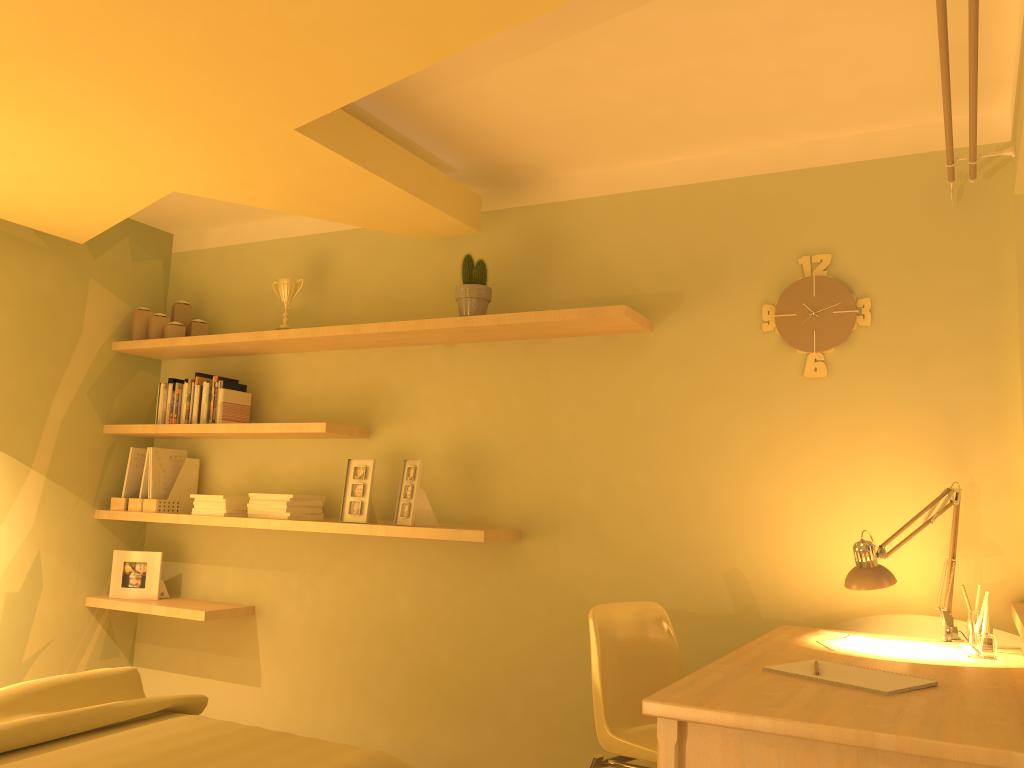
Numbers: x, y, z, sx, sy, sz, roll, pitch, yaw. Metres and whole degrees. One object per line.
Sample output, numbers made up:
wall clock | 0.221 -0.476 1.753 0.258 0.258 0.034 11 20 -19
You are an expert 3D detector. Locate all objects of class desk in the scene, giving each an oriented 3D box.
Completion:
desk | 0.843 1.032 2.068 0.684 0.720 1.396 -2 -9 27

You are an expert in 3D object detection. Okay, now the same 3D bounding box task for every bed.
bed | -1.521 0.886 2.311 2.378 0.894 1.286 -2 -9 27

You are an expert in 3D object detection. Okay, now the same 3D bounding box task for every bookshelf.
bookshelf | -0.720 0.396 3.720 2.605 1.240 0.300 -2 -9 27

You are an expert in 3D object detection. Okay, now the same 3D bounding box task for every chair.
chair | 0.456 1.051 2.556 0.531 0.785 0.546 9 -11 -42

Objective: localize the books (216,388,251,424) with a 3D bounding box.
books | -1.266 0.113 4.032 0.032 0.163 0.178 -2 -9 27

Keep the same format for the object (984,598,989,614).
object | 1.302 0.657 2.442 0.010 0.138 0.043 2 -8 1

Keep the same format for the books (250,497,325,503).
books | -0.975 0.502 3.848 0.270 0.015 0.190 -4 -10 38

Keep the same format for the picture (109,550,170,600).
picture | -1.742 0.892 4.154 0.247 0.219 0.131 2 -8 5

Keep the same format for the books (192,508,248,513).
books | -1.263 0.569 3.977 0.190 0.015 0.270 -1 -9 24

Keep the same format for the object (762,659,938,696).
object | 0.743 0.645 1.962 0.210 0.010 0.300 8 -10 -37

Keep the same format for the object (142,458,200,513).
object | -1.593 0.473 4.155 0.087 0.259 0.236 -2 -9 27

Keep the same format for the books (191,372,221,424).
books | -1.423 0.078 4.131 0.021 0.247 0.157 -2 -9 27

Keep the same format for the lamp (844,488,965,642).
lamp | 1.143 0.523 2.596 0.484 0.455 0.140 8 -10 -37

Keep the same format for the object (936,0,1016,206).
object | 1.125 -0.753 2.122 0.190 0.113 1.708 -2 -9 27

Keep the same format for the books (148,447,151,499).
books | -1.620 0.454 4.167 0.036 0.296 0.210 -2 -9 27

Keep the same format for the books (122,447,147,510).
books | -1.770 0.459 4.248 0.048 0.297 0.214 -1 -8 22

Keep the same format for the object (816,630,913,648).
object | 1.027 0.745 2.599 0.040 0.009 0.300 7 -9 -32

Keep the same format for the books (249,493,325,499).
books | -0.973 0.486 3.836 0.270 0.015 0.190 -3 -9 33

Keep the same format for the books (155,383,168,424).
books | -1.624 0.107 4.230 0.040 0.203 0.157 -2 -9 27

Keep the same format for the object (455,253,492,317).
object | -0.151 -0.386 3.517 0.145 0.294 0.145 1 -8 9

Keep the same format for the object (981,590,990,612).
object | 1.321 0.658 2.497 0.008 0.155 0.073 3 -8 -8

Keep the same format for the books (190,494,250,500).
books | -1.274 0.509 3.982 0.190 0.015 0.270 -1 -9 25

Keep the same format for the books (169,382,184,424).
books | -1.544 0.104 4.189 0.032 0.203 0.157 -2 -9 27

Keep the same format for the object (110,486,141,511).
object | -1.791 0.479 4.256 0.087 0.259 0.236 -1 -8 22

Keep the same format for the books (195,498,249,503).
books | -1.253 0.525 3.984 0.190 0.015 0.270 -2 -9 29

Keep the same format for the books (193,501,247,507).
books | -1.256 0.539 3.975 0.190 0.015 0.270 -2 -9 27

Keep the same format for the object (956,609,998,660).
object | 1.271 0.683 2.434 0.070 0.105 0.240 -1 -8 20

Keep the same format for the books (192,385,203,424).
books | -1.405 0.108 4.107 0.032 0.184 0.173 -2 -9 27

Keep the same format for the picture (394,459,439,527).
picture | -0.359 0.434 3.539 0.171 0.264 0.134 8 -10 -36

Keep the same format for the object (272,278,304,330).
object | -1.020 -0.338 4.007 0.160 0.268 0.095 3 -8 -2

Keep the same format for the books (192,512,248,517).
books | -1.263 0.584 3.975 0.190 0.015 0.270 -2 -9 27

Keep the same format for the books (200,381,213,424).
books | -1.369 0.099 4.099 0.040 0.203 0.157 -2 -9 27

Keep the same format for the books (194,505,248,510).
books | -1.253 0.555 3.978 0.190 0.015 0.270 -2 -9 28

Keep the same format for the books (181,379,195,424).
books | -1.467 0.094 4.146 0.038 0.217 0.166 -2 -9 27

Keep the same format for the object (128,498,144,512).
object | -1.679 0.476 4.199 0.087 0.259 0.236 -2 -9 27

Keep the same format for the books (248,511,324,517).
books | -0.976 0.560 3.826 0.270 0.015 0.190 -3 -10 35

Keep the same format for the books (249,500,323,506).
books | -0.975 0.514 3.824 0.270 0.015 0.190 -4 -10 40

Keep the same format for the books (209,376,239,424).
books | -1.332 0.086 4.093 0.032 0.229 0.138 -2 -9 27

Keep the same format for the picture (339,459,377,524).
picture | -0.609 0.449 3.714 0.134 0.264 0.171 -2 -9 26

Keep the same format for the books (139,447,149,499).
books | -1.659 0.455 4.189 0.048 0.297 0.214 -2 -9 27

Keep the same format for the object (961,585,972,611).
object | 1.309 0.656 2.528 0.053 0.162 0.009 2 -8 3

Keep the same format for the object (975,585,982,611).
object | 1.325 0.657 2.533 0.034 0.165 0.009 -1 -8 20

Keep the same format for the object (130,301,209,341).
object | -1.659 -0.302 4.306 0.349 0.229 0.234 -2 -9 28

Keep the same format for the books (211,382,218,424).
books | -1.313 0.099 4.070 0.022 0.198 0.157 -2 -9 27

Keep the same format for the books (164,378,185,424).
books | -1.587 0.094 4.224 0.032 0.229 0.138 -2 -9 27

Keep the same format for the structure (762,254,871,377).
structure | 1.045 -0.238 3.061 0.360 0.432 0.027 -2 -9 27

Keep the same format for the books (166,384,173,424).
books | -1.568 0.107 4.201 0.022 0.198 0.157 -2 -9 27

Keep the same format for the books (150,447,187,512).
books | -1.611 0.453 4.167 0.043 0.296 0.210 -2 -9 27

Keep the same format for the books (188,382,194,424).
books | -1.441 0.101 4.138 0.017 0.203 0.155 -2 -9 27

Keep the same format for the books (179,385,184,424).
books | -1.494 0.109 4.169 0.032 0.193 0.146 -2 -9 27

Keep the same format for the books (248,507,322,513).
books | -0.978 0.544 3.819 0.270 0.015 0.190 -4 -10 39

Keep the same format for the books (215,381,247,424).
books | -1.289 0.096 4.058 0.032 0.203 0.157 -2 -9 27

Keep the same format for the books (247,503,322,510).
books | -0.982 0.529 3.826 0.270 0.015 0.190 -4 -10 38

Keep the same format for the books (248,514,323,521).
books | -0.977 0.575 3.824 0.270 0.015 0.190 -4 -10 38

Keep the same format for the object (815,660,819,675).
object | 0.691 0.643 2.011 0.008 0.009 0.166 0 -8 18

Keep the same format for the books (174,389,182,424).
books | -1.521 0.119 4.175 0.021 0.172 0.157 -2 -9 27
